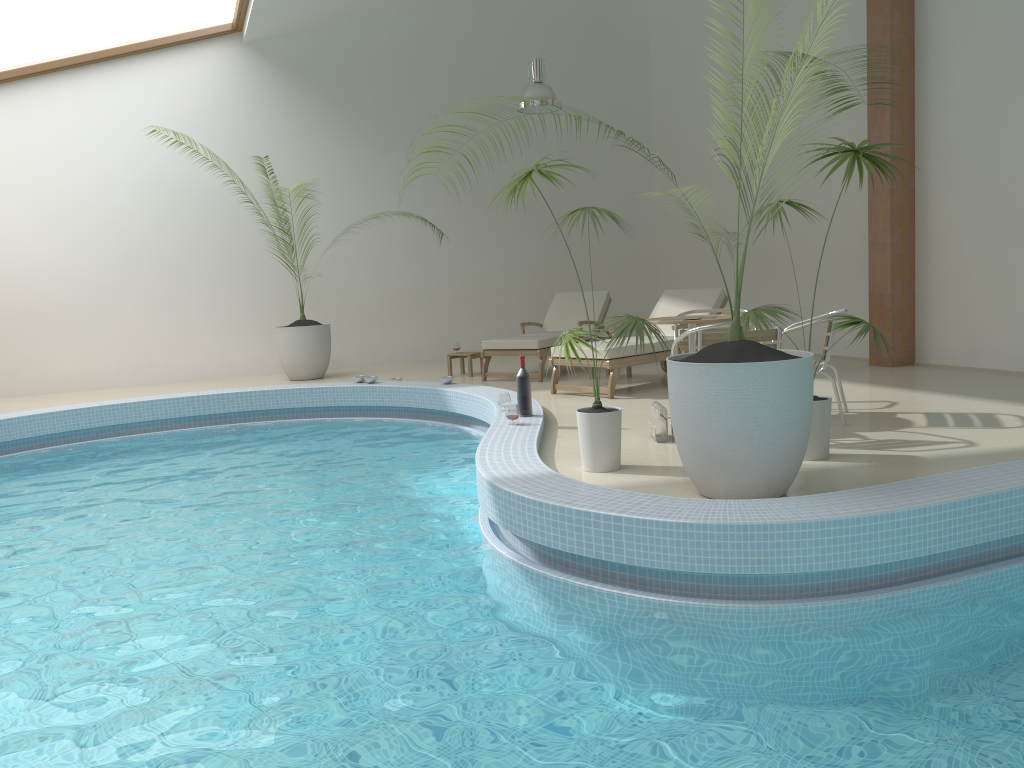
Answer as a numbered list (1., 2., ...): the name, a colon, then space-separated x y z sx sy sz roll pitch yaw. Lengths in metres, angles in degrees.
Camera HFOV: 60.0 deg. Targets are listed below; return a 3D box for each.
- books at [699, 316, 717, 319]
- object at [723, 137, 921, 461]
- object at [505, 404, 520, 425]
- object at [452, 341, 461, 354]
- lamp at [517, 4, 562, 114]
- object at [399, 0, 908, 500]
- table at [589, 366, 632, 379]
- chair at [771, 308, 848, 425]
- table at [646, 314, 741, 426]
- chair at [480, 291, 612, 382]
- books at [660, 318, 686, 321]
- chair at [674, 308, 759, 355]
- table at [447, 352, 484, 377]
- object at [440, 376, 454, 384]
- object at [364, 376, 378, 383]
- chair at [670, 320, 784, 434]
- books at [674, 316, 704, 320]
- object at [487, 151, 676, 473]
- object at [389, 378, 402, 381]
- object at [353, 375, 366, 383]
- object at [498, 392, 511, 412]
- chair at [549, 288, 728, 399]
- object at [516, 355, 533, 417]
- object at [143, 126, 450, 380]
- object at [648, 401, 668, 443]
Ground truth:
1. books: 1.303 -0.455 6.067 0.166 0.004 0.241 -1 7 21
2. object: 1.647 -0.452 4.812 1.059 1.695 0.791 -1 7 15
3. object: 0.006 0.206 5.983 0.102 0.137 0.102 -5 7 -11
4. object: -0.631 -0.416 10.056 0.102 0.137 0.102 -4 7 -5
5. lamp: 0.254 -4.034 9.787 0.506 1.958 0.505 -6 7 -20
6. object: 0.908 -0.977 4.163 2.979 2.960 2.729 -3 7 -3
7. table: 0.999 -0.186 9.017 0.283 0.255 0.320 -9 9 -41
8. chair: 1.981 -0.133 6.028 0.563 0.727 0.618 0 7 22
9. table: 1.267 -0.101 6.182 0.700 0.720 0.700 -3 7 -1
10. chair: 0.463 -0.574 9.948 0.861 0.866 1.903 1 8 32
11. books: 1.095 -0.434 5.992 0.166 0.004 0.241 -1 7 21
12. chair: 1.565 -0.200 6.795 0.618 0.727 0.563 -2 7 12
13. table: -0.520 -0.225 10.062 0.320 0.255 0.283 1 8 32
14. object: -0.632 -0.034 8.610 0.140 0.069 0.140 2 9 39
15. object: -1.439 -0.041 9.047 0.140 0.069 0.140 2 9 39
16. chair: 1.345 -0.037 5.512 0.618 0.727 0.563 -4 7 -8
17. books: 1.204 -0.449 6.031 0.166 0.004 0.241 -1 7 21
18. object: 0.354 -0.374 4.756 0.791 1.695 1.059 -8 8 -33
19. object: -1.242 -0.026 9.509 0.140 0.069 0.140 2 9 39
20. object: -1.574 -0.048 9.170 0.140 0.069 0.140 2 9 39
21. object: -0.055 0.134 6.618 0.102 0.137 0.102 -5 7 -11
22. chair: 1.273 -0.432 8.360 1.903 0.866 0.861 -9 9 -41
23. object: 0.084 0.011 6.306 0.109 0.435 0.109 -1 7 15
24. object: -2.369 -1.542 10.497 2.729 2.960 2.979 1 8 34
25. object: 0.919 0.237 5.603 0.081 0.223 0.272 -3 7 0
